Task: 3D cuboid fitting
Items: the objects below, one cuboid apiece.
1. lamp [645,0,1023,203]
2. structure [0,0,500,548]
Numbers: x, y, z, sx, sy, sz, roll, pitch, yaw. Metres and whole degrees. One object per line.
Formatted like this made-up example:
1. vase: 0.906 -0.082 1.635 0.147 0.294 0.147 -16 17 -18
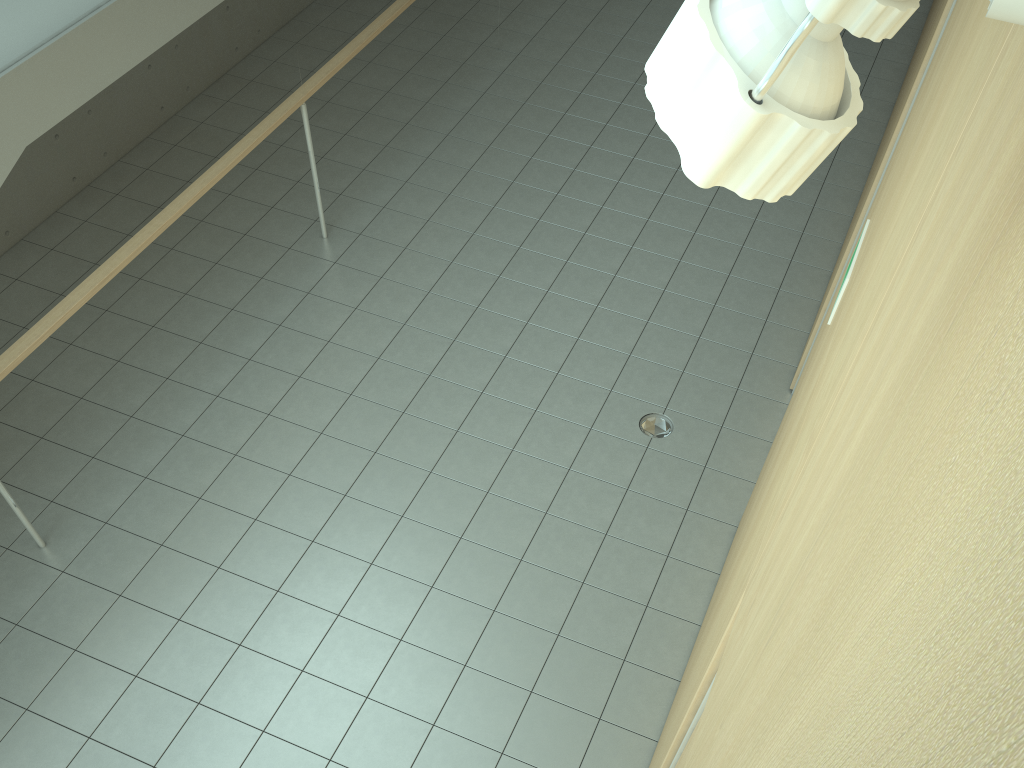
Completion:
1. lamp: 0.193 -0.207 0.444 0.232 0.226 0.122 4 49 1
2. structure: -2.120 -2.379 3.777 1.843 4.915 11.145 21 55 16
